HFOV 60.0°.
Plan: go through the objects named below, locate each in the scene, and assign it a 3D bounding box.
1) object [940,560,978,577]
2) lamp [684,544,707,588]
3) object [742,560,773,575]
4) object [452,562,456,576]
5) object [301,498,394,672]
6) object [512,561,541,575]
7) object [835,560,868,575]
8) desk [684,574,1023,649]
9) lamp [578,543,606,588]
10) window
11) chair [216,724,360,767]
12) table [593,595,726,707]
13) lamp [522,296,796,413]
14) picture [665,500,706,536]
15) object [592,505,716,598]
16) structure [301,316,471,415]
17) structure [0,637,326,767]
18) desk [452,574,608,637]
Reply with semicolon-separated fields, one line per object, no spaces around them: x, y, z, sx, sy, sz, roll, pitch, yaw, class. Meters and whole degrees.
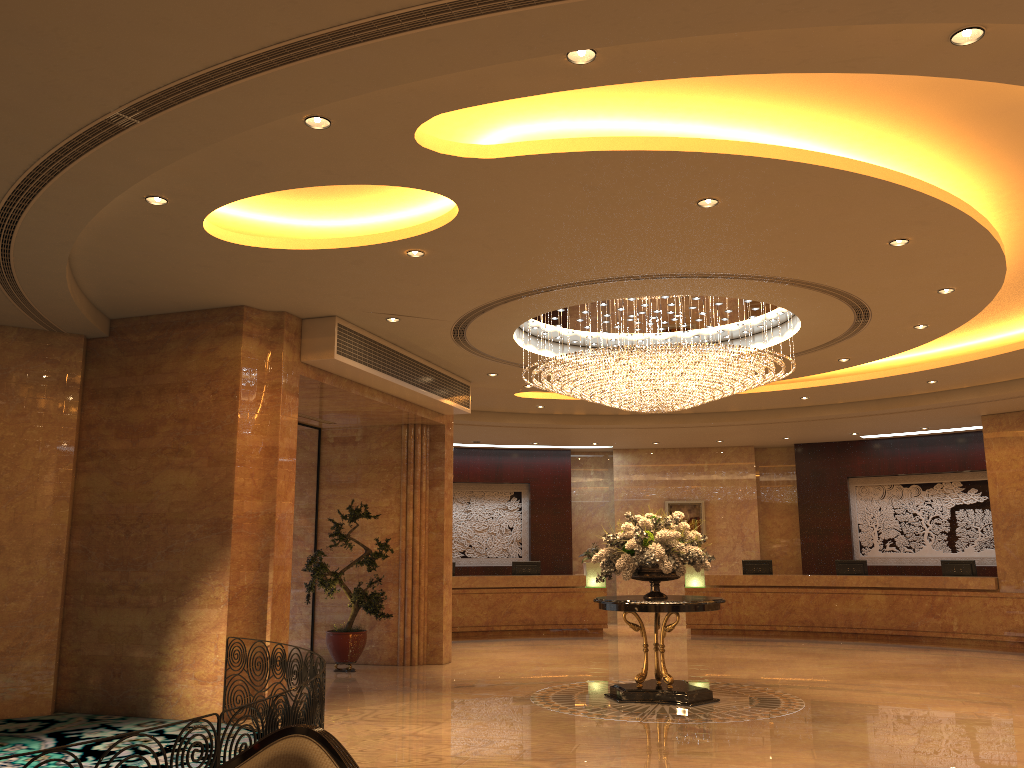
8.196;3.476;16.246;0.430;0.500;0.531;2;-11;-9;object
3.721;3.688;18.139;0.577;0.925;0.542;-4;-12;20;lamp
5.023;3.851;18.140;0.430;0.500;0.531;7;-13;-34;object
-1.434;3.861;17.965;0.531;0.500;0.430;-2;-11;10;object
-2.285;2.808;12.429;1.250;2.363;0.843;0;-11;-1;object
0.138;3.943;18.434;0.918;0.500;0.397;0;-11;1;object
6.662;3.700;17.380;0.430;0.500;0.531;4;-12;-21;object
8.256;3.750;14.373;3.466;1.155;12.951;8;-13;-36;desk
1.679;3.725;18.294;0.570;0.923;0.580;-3;-11;15;lamp
-3.573;2.140;11.982;0.047;3.571;3.515;-4;-11;18;window
-0.937;1.772;3.179;0.951;0.916;0.769;-3;-11;13;chair
1.680;2.981;10.044;1.493;1.089;1.493;-3;-11;12;table
1.721;-0.253;10.646;3.204;1.196;3.206;7;-13;-34;lamp
3.935;3.100;20.136;0.875;0.890;0.068;-2;-11;9;picture
1.667;1.963;10.274;1.318;0.999;1.277;9;-14;-40;object
-1.482;-0.137;11.691;0.425;0.483;4.113;-4;-11;18;structure
-3.540;2.189;4.524;3.815;0.995;7.624;-8;-13;36;structure
-0.502;4.476;17.980;5.227;1.155;1.570;3;-11;-17;desk
